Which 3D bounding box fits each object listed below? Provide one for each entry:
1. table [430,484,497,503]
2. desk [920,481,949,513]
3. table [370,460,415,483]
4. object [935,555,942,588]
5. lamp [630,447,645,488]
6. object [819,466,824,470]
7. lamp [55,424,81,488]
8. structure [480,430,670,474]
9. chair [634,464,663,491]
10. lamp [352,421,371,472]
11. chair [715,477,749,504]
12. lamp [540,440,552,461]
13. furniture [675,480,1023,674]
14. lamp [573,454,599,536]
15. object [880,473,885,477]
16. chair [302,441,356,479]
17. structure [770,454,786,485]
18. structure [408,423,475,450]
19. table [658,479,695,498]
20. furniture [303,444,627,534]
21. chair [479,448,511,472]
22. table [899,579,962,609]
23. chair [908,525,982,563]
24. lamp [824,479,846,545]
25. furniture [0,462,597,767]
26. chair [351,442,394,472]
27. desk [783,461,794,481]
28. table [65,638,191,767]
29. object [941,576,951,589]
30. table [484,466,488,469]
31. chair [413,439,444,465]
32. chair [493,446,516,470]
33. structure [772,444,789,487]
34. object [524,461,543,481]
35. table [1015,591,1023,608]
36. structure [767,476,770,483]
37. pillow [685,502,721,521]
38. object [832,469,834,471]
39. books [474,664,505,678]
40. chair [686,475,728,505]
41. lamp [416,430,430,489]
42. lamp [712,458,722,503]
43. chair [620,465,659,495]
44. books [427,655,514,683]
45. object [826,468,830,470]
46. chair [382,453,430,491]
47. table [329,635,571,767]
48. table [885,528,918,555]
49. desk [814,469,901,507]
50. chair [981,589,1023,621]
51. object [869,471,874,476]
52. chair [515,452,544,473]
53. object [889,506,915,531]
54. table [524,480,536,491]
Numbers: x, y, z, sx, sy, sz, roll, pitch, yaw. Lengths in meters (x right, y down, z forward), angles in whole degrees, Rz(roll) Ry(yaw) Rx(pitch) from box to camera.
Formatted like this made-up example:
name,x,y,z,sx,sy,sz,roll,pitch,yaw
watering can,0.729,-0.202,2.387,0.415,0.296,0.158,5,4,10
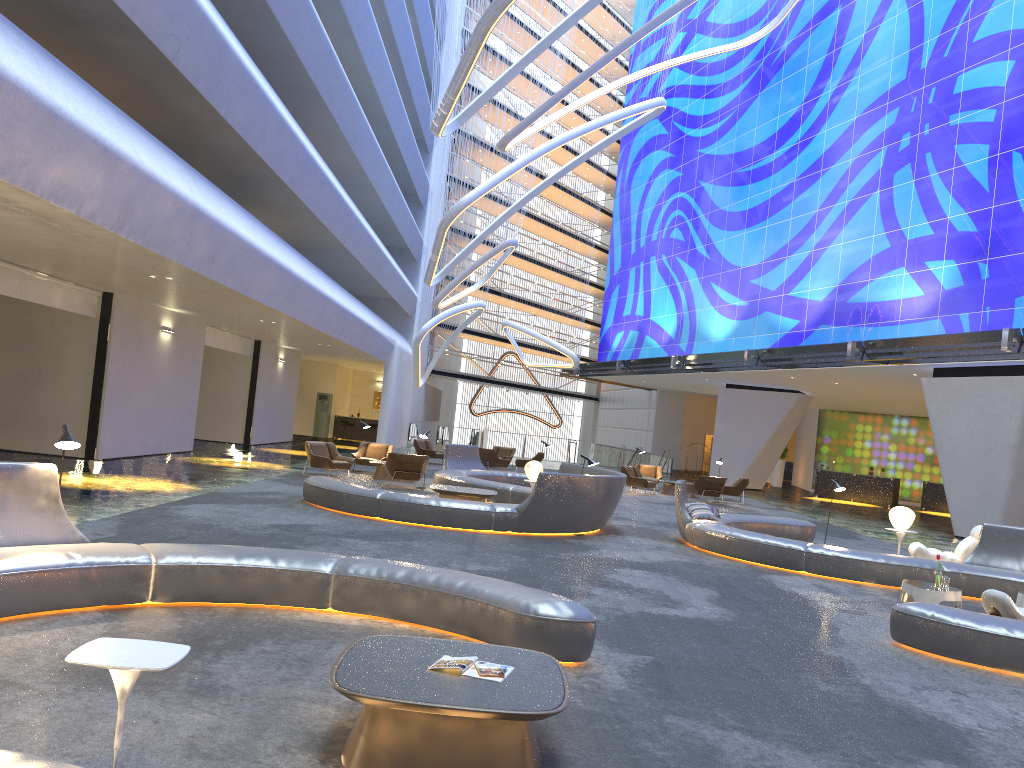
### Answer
name,x,y,z,sx,sy,sz,roll,pitch,yaw
table,-0.879,2.075,15.802,1.203,0.392,1.204,6,-2,0
desk,17.087,4.386,33.300,2.973,1.097,0.815,5,-2,36
table,-2.791,2.091,21.122,1.203,0.392,1.204,6,-2,0
object,4.601,2.020,9.544,0.066,0.355,0.076,6,-1,-33
lamp,3.979,2.656,28.111,0.384,1.300,0.202,6,0,17
object,12.331,3.332,35.270,0.149,0.149,0.149,5,-2,34
lamp,-3.542,0.969,6.920,0.202,1.300,0.383,7,-1,-41
structure,2.576,7.237,51.997,9.304,8.396,19.747,6,-2,0
chair,4.288,2.958,28.054,0.929,0.766,0.940,6,-2,6
lamp,-3.822,1.584,22.467,0.384,1.300,0.202,6,0,17
chair,6.495,3.122,26.306,0.938,0.766,0.930,6,-2,8
lamp,0.783,2.076,22.404,0.384,1.300,0.202,6,0,17
furniture,5.617,2.304,12.124,5.188,0.969,9.929,6,-2,-8
lamp,1.149,1.773,14.162,0.384,1.300,0.202,6,0,17
object,14.181,3.476,33.931,0.150,0.145,0.150,5,-2,33
chair,-4.154,1.715,19.957,0.937,0.766,0.931,5,-2,33
structure,12.702,3.825,42.603,0.774,2.050,1.021,6,-1,-29
structure,-3.815,6.499,51.536,3.016,8.235,19.842,6,-2,0
table,5.009,3.163,26.767,1.203,0.392,1.204,6,-2,0
furniture,0.032,1.941,17.787,5.180,0.969,9.943,5,-2,17
chair,-0.645,2.424,27.947,0.940,0.766,0.928,7,-2,-38
table,4.473,2.393,9.650,0.675,0.406,0.670,8,-2,-38
chair,6.740,2.562,13.584,1.156,0.882,0.730,6,-1,19
lamp,5.356,2.251,14.800,0.202,1.300,0.383,6,-1,-25
furniture,-1.709,1.128,2.747,5.186,0.969,9.932,6,-2,-3
chair,-3.512,1.886,22.410,0.929,0.766,0.940,6,-2,6
desk,15.639,4.946,50.538,2.973,1.097,0.815,4,-2,38
table,-1.572,1.380,3.596,0.418,0.595,0.428,6,-1,-4
object,4.711,2.155,9.634,0.071,0.118,0.151,6,-2,10
table,-1.329,2.601,29.634,1.202,0.392,1.205,5,-2,18
chair,-2.756,2.255,29.337,0.937,0.766,0.931,5,-2,24
chair,-0.410,2.571,30.887,0.928,0.766,0.940,5,-2,27
structure,12.230,3.688,40.518,1.023,2.050,0.772,6,-1,-22
object,0.411,1.648,16.821,0.366,0.387,0.318,6,-1,7
table,5.955,2.564,9.932,0.672,0.406,0.672,5,-2,19
structure,13.080,3.945,44.497,1.021,2.050,0.773,6,-1,12
pillow,3.136,2.104,14.740,0.692,0.262,0.878,6,-2,8
object,12.691,3.399,35.015,0.072,0.070,0.073,5,-2,34
books,-0.117,1.482,4.584,0.133,0.012,0.189,7,-2,-10
chair,5.481,2.956,24.924,0.930,0.766,0.938,7,-2,-17
lamp,-1.951,1.662,19.509,0.201,1.300,0.384,6,-1,16
lamp,5.850,2.734,25.154,0.201,1.300,0.384,6,-1,16
chair,3.647,2.787,25.602,0.937,0.766,0.931,5,-2,33
books,-0.209,1.468,4.624,0.395,0.039,0.302,6,-2,14
object,12.530,3.367,35.129,0.107,0.108,0.111,5,-2,34
chair,-2.320,1.884,19.279,0.930,0.766,0.938,7,-2,-17
table,-0.323,1.669,4.585,1.203,0.392,1.204,6,-2,0
table,6.286,2.672,14.410,0.418,0.595,0.427,7,-1,-26
desk,13.473,4.055,34.672,2.973,1.097,0.815,4,-2,38
chair,5.619,2.464,9.536,1.788,0.501,0.585,8,-2,-36
object,13.836,3.448,34.146,0.150,0.145,0.150,5,-2,33
chair,0.573,2.618,29.481,0.938,0.766,0.930,6,-2,2
object,6.314,2.180,14.369,0.367,0.387,0.318,7,-1,-18
table,0.400,2.142,16.848,0.418,0.595,0.428,6,-1,-1
